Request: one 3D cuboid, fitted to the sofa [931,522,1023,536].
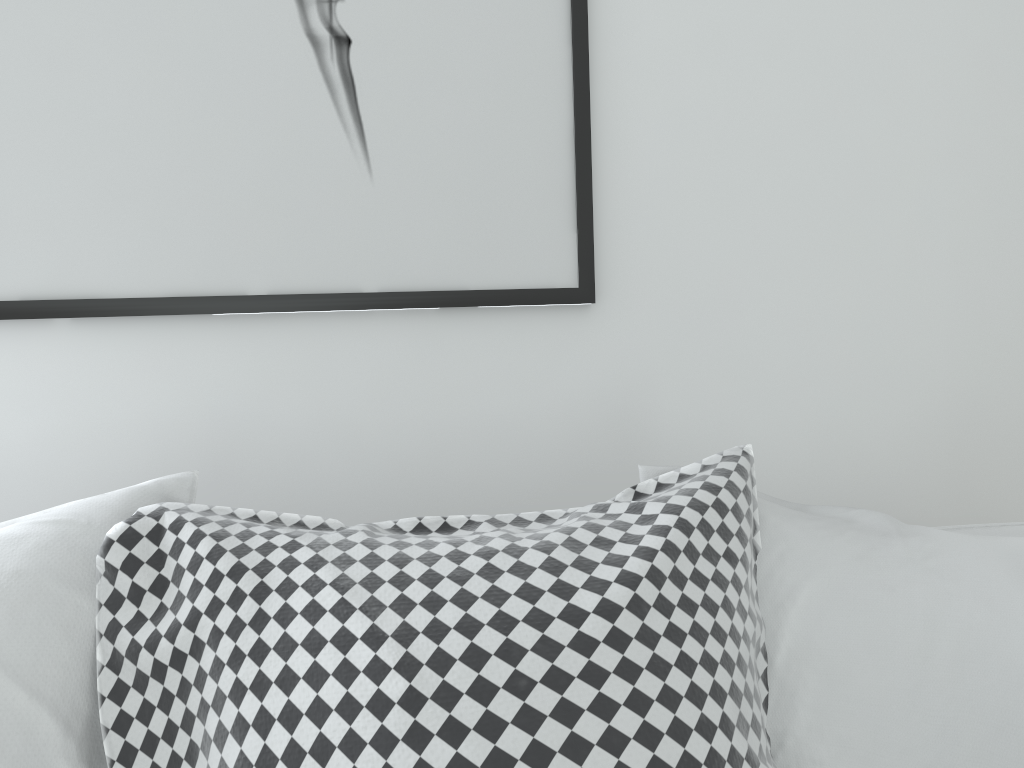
[{"bbox_3d":[-0.451,0.624,0.363,2.647,0.768,0.917,-3,4,-14],"label":"sofa"}]

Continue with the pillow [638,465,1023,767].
[{"bbox_3d":[0.407,0.318,0.740,0.623,0.498,0.333,-1,4,19],"label":"pillow"}]

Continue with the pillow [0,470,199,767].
[{"bbox_3d":[-0.499,0.349,0.520,0.599,0.505,0.391,-3,4,-14],"label":"pillow"}]

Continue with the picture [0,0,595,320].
[{"bbox_3d":[-0.265,-0.616,0.971,0.720,1.072,0.015,-3,4,-14],"label":"picture"}]

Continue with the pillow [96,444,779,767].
[{"bbox_3d":[-0.469,0.360,0.384,2.488,0.513,0.676,-3,4,-13],"label":"pillow"}]
